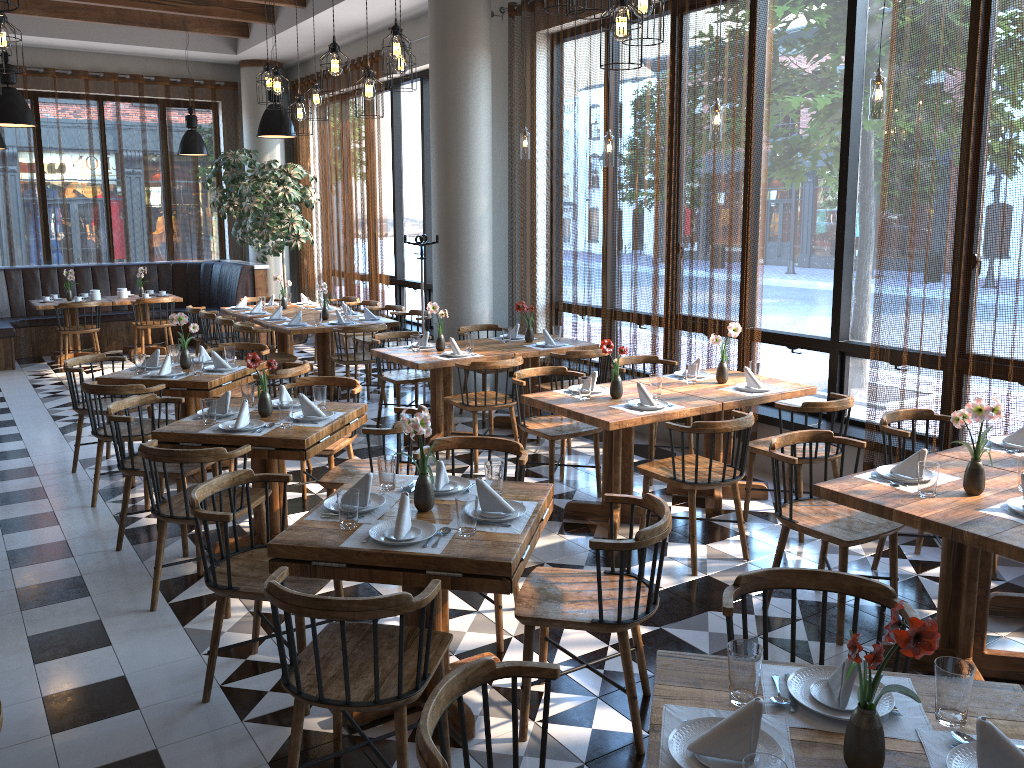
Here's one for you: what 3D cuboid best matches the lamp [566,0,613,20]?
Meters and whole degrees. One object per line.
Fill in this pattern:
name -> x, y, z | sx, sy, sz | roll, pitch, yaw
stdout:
lamp -> 0.300, -2.465, 3.322 | 0.175, 2.057, 0.176 | 7, 11, 40

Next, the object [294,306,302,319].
object -> -2.223, -0.738, 9.221 | 0.080, 0.131, 0.080 | 8, 12, 41

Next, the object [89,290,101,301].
object -> -5.327, -1.136, 11.322 | 0.129, 0.128, 0.130 | 2, 10, 11

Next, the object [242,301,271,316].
object -> -2.828, -0.848, 9.781 | 0.272, 0.136, 0.353 | -7, 13, -32

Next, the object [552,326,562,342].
object -> 0.386, -0.431, 7.608 | 0.080, 0.131, 0.080 | -2, 9, -8

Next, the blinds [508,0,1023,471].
blinds -> 1.966, -1.258, 5.679 | 0.160, 3.557, 7.300 | -6, 12, -33

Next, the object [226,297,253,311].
object -> -3.145, -0.940, 10.258 | 0.272, 0.136, 0.353 | -7, 13, -32

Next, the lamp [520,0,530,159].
lamp -> 0.108, -2.865, 7.343 | 0.078, 1.951, 0.078 | 5, 10, 32

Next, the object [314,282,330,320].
object -> -1.960, -0.861, 9.155 | 0.146, 0.397, 0.207 | -5, 10, -28

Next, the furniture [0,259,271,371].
furniture -> -5.548, -1.004, 11.959 | 4.046, 1.143, 1.927 | -7, 13, -33

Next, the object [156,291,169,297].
object -> -4.664, -1.206, 11.828 | 0.176, 0.066, 0.176 | -10, 15, -42

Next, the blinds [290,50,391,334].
blinds -> -2.448, -2.546, 12.340 | 0.155, 3.558, 3.213 | -6, 11, -32

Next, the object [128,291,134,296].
object -> -5.154, -1.213, 11.864 | 0.176, 0.066, 0.177 | 2, 11, 12

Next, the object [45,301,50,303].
object -> -5.772, -1.022, 11.010 | 0.053, 0.025, 0.049 | -11, 15, -44

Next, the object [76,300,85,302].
object -> -5.379, -1.027, 11.026 | 0.034, 0.012, 0.157 | 3, 12, 19

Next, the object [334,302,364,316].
object -> -1.781, -0.825, 9.646 | 0.272, 0.136, 0.353 | -7, 13, -32

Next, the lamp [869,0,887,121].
lamp -> 1.940, -2.373, 4.576 | 0.078, 1.951, 0.078 | -8, 12, -43

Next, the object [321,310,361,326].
object -> -1.718, -0.670, 8.853 | 0.352, 0.136, 0.273 | -7, 13, -33

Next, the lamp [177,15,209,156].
lamp -> -4.108, -3.864, 11.270 | 0.391, 1.853, 0.392 | -4, 9, -20

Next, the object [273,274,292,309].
object -> -2.646, -1.067, 10.218 | 0.207, 0.397, 0.147 | -7, 11, -34

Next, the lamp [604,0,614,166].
lamp -> 0.717, -2.584, 6.442 | 0.078, 1.951, 0.078 | 1, 9, 7

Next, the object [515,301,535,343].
object -> 0.110, -0.532, 7.551 | 0.171, 0.353, 0.157 | -2, 9, -10

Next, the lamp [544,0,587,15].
lamp -> 0.217, -2.558, 3.503 | 0.175, 2.057, 0.176 | -7, 11, -38

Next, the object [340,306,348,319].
object -> -1.755, -0.749, 9.272 | 0.080, 0.131, 0.080 | 8, 12, 41

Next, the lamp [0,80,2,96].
lamp -> -3.423, -2.900, 5.608 | 0.175, 2.057, 0.176 | -5, 10, -26

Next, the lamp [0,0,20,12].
lamp -> -1.513, -2.097, 2.372 | 0.175, 2.057, 0.176 | 7, 11, 39

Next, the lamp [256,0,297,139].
lamp -> -2.316, -3.342, 8.569 | 0.391, 1.853, 0.392 | 6, 11, 34

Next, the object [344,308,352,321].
object -> -1.684, -0.715, 9.097 | 0.080, 0.131, 0.080 | 8, 12, 41

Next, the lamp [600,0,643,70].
lamp -> 0.447, -2.326, 3.505 | 0.175, 2.057, 0.176 | -7, 11, -38

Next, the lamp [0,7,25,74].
lamp -> -2.613, -2.622, 4.397 | 0.175, 2.057, 0.176 | -1, 9, -6

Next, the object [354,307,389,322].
object -> -1.467, -0.733, 9.171 | 0.272, 0.136, 0.353 | -7, 13, -32

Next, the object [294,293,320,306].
object -> -2.481, -1.029, 10.700 | 0.272, 0.136, 0.353 | -7, 13, -32

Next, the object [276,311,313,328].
object -> -2.149, -0.650, 8.757 | 0.272, 0.136, 0.353 | -7, 13, -32

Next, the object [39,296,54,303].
object -> -5.828, -1.058, 11.088 | 0.176, 0.066, 0.176 | -10, 14, -40

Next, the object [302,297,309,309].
object -> -2.380, -0.934, 10.225 | 0.080, 0.131, 0.080 | 8, 12, 41

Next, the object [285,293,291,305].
object -> -2.708, -1.029, 10.721 | 0.080, 0.131, 0.080 | 8, 12, 41

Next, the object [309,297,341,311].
object -> -2.146, -0.931, 10.195 | 0.272, 0.136, 0.353 | -7, 13, -32

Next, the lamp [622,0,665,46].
lamp -> 0.561, -2.491, 3.673 | 0.175, 2.057, 0.176 | 3, 9, 18

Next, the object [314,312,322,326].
object -> -1.901, -0.633, 8.682 | 0.080, 0.131, 0.080 | 8, 12, 41

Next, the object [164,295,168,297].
object -> -4.574, -1.167, 11.733 | 0.034, 0.023, 0.156 | -10, 14, -42

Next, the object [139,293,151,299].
object -> -4.748, -1.138, 11.478 | 0.176, 0.066, 0.176 | 9, 14, 39

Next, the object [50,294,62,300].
object -> -5.876, -1.114, 11.374 | 0.176, 0.066, 0.177 | 2, 11, 12

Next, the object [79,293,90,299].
object -> -5.561, -1.147, 11.540 | 0.176, 0.066, 0.177 | -5, 12, -22

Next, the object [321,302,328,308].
object -> -2.040, -0.823, 9.655 | 0.080, 0.131, 0.080 | 8, 12, 41

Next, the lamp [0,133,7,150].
lamp -> -6.018, -3.615, 10.033 | 0.391, 1.853, 0.392 | -5, 10, -30

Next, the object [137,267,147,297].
object -> -4.863, -1.344, 11.671 | 0.146, 0.397, 0.207 | -5, 10, -27

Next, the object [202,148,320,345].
object -> -3.595, -1.942, 12.495 | 1.754, 2.763, 1.489 | 2, 10, 15

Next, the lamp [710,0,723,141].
lamp -> 1.305, -2.524, 5.538 | 0.078, 1.951, 0.078 | -4, 10, -25

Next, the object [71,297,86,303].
object -> -5.421, -1.056, 11.070 | 0.175, 0.066, 0.177 | 0, 11, 2

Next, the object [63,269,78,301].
object -> -5.604, -1.257, 11.240 | 0.207, 0.397, 0.147 | 4, 10, 24

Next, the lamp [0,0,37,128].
lamp -> -4.225, -3.093, 7.331 | 0.391, 1.853, 0.392 | 8, 12, 44

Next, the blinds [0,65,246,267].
blinds -> -6.466, -2.496, 12.155 | 5.555, 3.558, 0.156 | -7, 11, -33

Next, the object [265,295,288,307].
object -> -2.869, -1.000, 10.563 | 0.352, 0.136, 0.273 | -7, 13, -33

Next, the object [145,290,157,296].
object -> -4.886, -1.235, 11.978 | 0.176, 0.066, 0.177 | -4, 11, -19

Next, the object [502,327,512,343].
object -> -0.044, -0.417, 7.542 | 0.080, 0.131, 0.080 | -2, 9, -8

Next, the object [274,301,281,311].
object -> -2.581, -0.842, 9.762 | 0.080, 0.131, 0.080 | 8, 12, 41

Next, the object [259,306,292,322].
object -> -2.463, -0.741, 9.231 | 0.272, 0.136, 0.353 | -7, 13, -32

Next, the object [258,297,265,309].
object -> -2.888, -0.932, 10.224 | 0.080, 0.131, 0.080 | 8, 12, 41

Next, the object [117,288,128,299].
object -> -5.087, -1.185, 11.569 | 0.129, 0.128, 0.130 | 2, 10, 11
